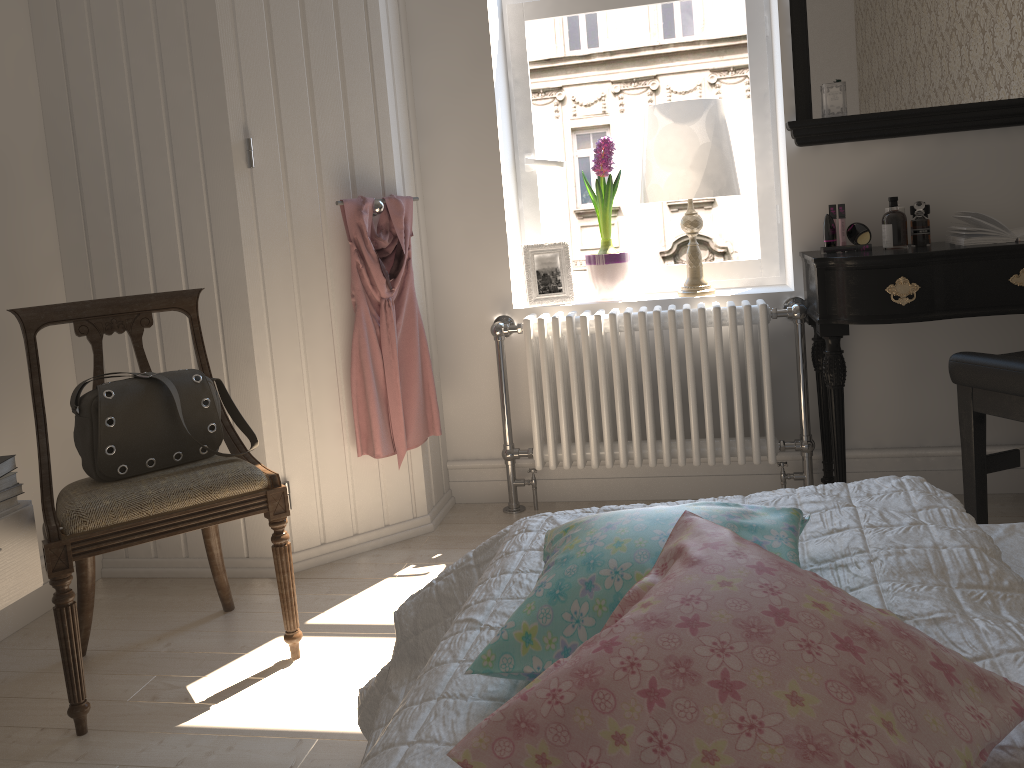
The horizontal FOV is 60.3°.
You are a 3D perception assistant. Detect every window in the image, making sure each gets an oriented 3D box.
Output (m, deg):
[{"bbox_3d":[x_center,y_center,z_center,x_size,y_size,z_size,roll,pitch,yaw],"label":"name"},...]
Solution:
[{"bbox_3d":[0.442,-1.211,3.174,0.948,1.767,0.111,-4,5,12],"label":"window"}]

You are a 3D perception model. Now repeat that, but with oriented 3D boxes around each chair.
[{"bbox_3d":[-0.892,0.237,2.174,0.524,0.883,0.540,-9,8,-33],"label":"chair"},{"bbox_3d":[1.371,0.082,2.054,0.458,0.854,0.461,-7,6,-18],"label":"chair"}]

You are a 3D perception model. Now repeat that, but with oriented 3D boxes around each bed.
[{"bbox_3d":[0.644,0.475,0.885,2.208,0.625,1.980,-3,10,12],"label":"bed"}]

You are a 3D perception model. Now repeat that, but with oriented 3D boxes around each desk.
[{"bbox_3d":[1.473,-0.011,2.606,1.103,0.816,0.441,-3,6,12],"label":"desk"}]

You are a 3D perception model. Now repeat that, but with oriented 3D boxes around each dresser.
[{"bbox_3d":[-0.853,-0.749,2.875,1.023,2.561,0.709,-4,5,12],"label":"dresser"}]

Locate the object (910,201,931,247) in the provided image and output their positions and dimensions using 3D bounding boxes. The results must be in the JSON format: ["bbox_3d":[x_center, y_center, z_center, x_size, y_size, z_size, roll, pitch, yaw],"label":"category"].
[{"bbox_3d":[1.238,-0.485,2.676,0.055,0.137,0.054,-9,7,-38],"label":"object"}]

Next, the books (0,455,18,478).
[{"bbox_3d":[-1.302,0.214,2.003,0.259,0.032,0.193,-6,10,-5],"label":"books"}]

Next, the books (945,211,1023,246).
[{"bbox_3d":[1.458,-0.471,2.613,0.278,0.095,0.229,-2,10,14],"label":"books"}]

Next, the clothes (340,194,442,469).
[{"bbox_3d":[-0.388,-0.165,2.815,0.092,0.869,0.333,-1,7,41],"label":"clothes"}]

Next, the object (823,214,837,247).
[{"bbox_3d":[0.999,-0.475,2.772,0.055,0.119,0.031,-10,7,-39],"label":"object"}]

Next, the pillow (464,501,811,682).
[{"bbox_3d":[0.174,0.244,1.047,0.361,0.167,0.387,-2,10,17],"label":"pillow"}]

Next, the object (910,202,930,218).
[{"bbox_3d":[1.280,-0.502,2.765,0.058,0.133,0.058,-8,6,-27],"label":"object"}]

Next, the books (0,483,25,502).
[{"bbox_3d":[-1.297,0.269,2.006,0.258,0.022,0.215,-2,11,17],"label":"books"}]

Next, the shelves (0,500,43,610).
[{"bbox_3d":[-1.378,0.494,1.584,0.367,0.208,1.130,-3,10,12],"label":"shelves"}]

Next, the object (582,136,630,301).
[{"bbox_3d":[0.327,-0.584,3.117,0.156,0.572,0.158,-5,5,-3],"label":"object"}]

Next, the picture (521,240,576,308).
[{"bbox_3d":[0.130,-0.391,3.132,0.176,0.224,0.050,-6,5,-8],"label":"picture"}]

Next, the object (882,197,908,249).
[{"bbox_3d":[1.156,-0.487,2.668,0.070,0.156,0.071,-4,6,6],"label":"object"}]

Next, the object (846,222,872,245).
[{"bbox_3d":[1.065,-0.459,2.744,0.083,0.085,0.080,-11,10,-38],"label":"object"}]

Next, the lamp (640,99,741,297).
[{"bbox_3d":[0.612,-0.630,3.033,0.339,0.647,0.345,-2,7,24],"label":"lamp"}]

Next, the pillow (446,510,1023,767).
[{"bbox_3d":[0.205,0.274,0.758,0.354,0.200,0.398,4,13,44],"label":"pillow"}]

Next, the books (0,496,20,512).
[{"bbox_3d":[-1.289,0.293,1.998,0.241,0.022,0.194,-2,11,14],"label":"books"}]

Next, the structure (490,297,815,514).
[{"bbox_3d":[0.463,0.083,2.962,1.066,0.676,0.168,-3,5,12],"label":"structure"}]

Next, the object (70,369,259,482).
[{"bbox_3d":[-0.845,0.079,2.146,0.403,0.246,0.213,-11,9,-33],"label":"object"}]

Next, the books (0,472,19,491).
[{"bbox_3d":[-1.292,0.244,1.999,0.239,0.028,0.193,-3,11,10],"label":"books"}]

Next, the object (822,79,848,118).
[{"bbox_3d":[1.024,-0.905,2.799,0.072,0.120,0.037,-3,6,17],"label":"object"}]

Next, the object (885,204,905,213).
[{"bbox_3d":[1.198,-0.494,2.755,0.058,0.133,0.058,-8,6,-27],"label":"object"}]

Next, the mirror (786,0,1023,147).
[{"bbox_3d":[1.409,-1.067,2.700,1.116,0.567,0.067,-3,5,12],"label":"mirror"}]
